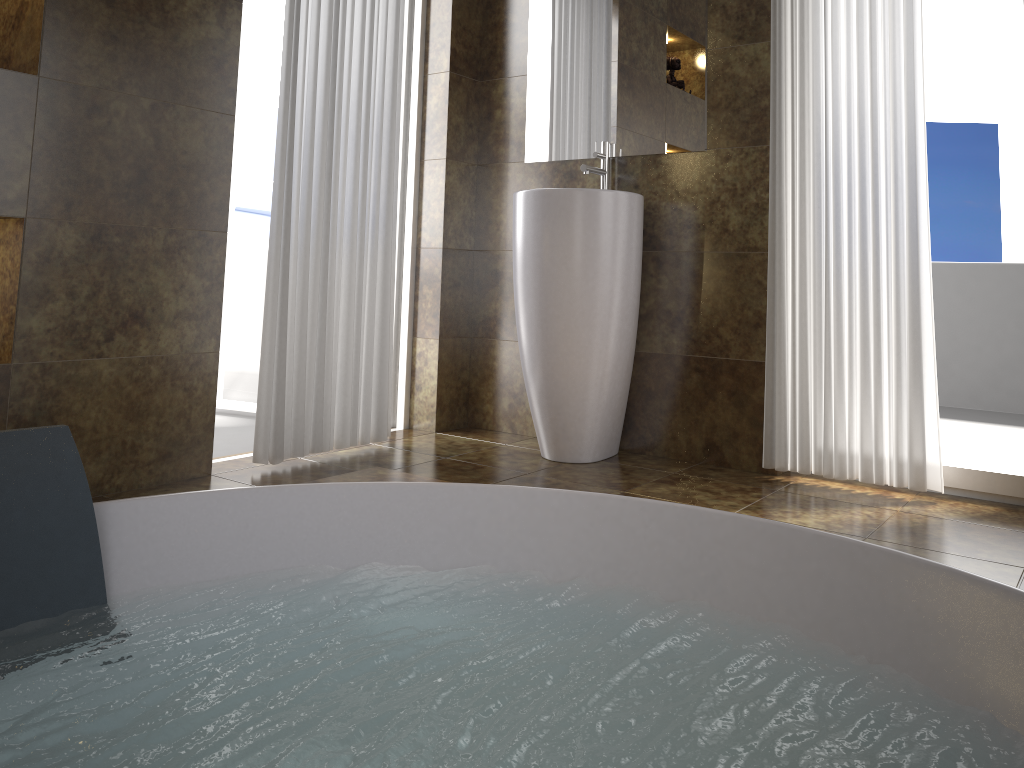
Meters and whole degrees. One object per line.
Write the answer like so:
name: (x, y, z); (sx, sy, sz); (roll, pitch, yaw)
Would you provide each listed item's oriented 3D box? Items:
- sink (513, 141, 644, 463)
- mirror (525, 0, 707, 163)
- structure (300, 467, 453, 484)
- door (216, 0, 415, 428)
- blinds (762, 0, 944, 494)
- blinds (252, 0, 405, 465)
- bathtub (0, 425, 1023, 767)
sink: (0.217, -0.318, 3.010); (0.457, 1.145, 0.432); (-2, -6, 38)
mirror: (0.381, -1.398, 3.304); (0.768, 1.099, 0.008); (0, -6, 35)
structure: (-0.115, 0.443, 0.762); (2.011, 0.125, 1.999); (7, 8, 36)
door: (-0.866, -0.970, 3.757); (0.961, 2.245, 0.039); (0, -6, 25)
blinds: (1.046, -0.844, 2.724); (0.517, 2.283, 0.066); (-2, -7, 35)
blinds: (-0.570, -0.916, 2.967); (0.067, 2.295, 0.593); (-3, -7, 36)
bathtub: (-0.116, 0.435, 0.763); (1.745, 0.525, 1.755); (-1, 6, -23)
